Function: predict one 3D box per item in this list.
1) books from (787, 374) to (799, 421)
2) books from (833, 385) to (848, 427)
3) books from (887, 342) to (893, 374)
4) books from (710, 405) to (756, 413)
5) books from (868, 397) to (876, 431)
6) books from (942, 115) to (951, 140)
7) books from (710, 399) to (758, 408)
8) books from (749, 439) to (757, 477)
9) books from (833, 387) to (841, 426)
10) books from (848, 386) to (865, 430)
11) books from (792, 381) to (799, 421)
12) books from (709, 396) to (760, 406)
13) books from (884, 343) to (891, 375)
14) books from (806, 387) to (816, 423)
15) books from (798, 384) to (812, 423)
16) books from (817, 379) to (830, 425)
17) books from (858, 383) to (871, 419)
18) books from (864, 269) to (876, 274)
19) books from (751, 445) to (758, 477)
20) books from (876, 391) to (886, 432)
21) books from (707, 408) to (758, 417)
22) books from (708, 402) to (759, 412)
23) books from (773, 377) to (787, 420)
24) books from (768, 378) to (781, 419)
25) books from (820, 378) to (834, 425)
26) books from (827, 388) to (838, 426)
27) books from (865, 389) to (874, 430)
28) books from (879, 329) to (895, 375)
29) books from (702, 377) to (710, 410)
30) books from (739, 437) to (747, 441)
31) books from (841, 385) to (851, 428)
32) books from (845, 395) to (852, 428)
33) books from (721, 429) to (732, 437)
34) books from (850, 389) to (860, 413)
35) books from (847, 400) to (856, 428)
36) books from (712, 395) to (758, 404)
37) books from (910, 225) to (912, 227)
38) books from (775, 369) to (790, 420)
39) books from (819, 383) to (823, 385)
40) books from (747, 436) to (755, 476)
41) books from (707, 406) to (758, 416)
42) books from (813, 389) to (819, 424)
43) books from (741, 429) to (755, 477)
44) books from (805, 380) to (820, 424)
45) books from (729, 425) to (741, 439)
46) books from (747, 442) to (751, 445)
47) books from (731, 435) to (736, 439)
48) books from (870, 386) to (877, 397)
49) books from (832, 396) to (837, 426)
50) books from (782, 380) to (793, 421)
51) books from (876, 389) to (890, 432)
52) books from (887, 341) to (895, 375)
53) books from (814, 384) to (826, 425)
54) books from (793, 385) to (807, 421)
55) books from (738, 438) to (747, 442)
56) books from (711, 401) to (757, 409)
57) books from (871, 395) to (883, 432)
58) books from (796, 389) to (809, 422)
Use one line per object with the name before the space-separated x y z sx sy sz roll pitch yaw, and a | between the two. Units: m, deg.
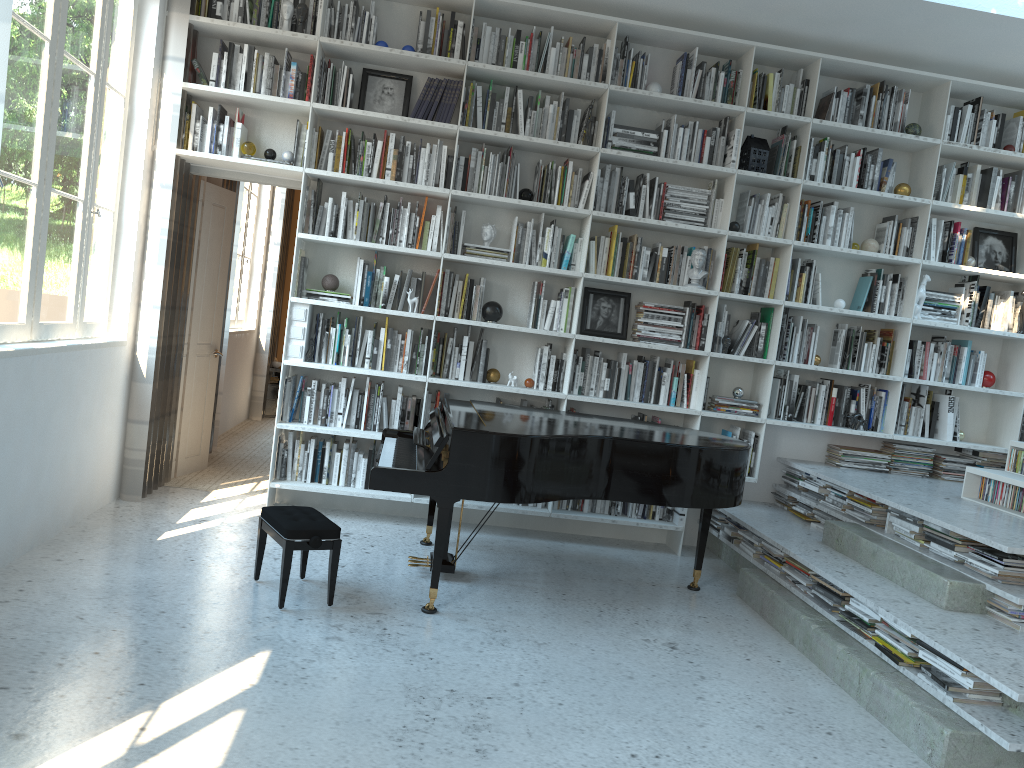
books | 1.761 0.082 5.671 0.030 0.294 0.188 7 4 -7
books | 2.097 0.139 5.726 0.026 0.262 0.173 7 4 -7
books | 2.418 -0.178 5.757 0.007 0.235 0.131 7 4 -7
books | 1.395 0.156 5.603 0.254 0.012 0.160 7 4 -1
books | 2.296 0.185 5.748 0.013 0.220 0.168 7 4 -7
books | 2.705 -1.591 5.622 0.022 0.182 0.189 7 4 -7
books | 1.400 0.121 5.592 0.254 0.012 0.160 7 4 -7
books | 1.496 0.460 5.601 0.013 0.233 0.149 7 4 -7
books | 2.071 0.144 5.740 0.021 0.243 0.131 7 4 -7
books | 2.225 0.153 5.740 0.070 0.266 0.185 7 4 -7
books | 1.779 0.092 5.684 0.010 0.277 0.174 7 4 -7
books | 1.401 0.108 5.600 0.285 0.012 0.159 7 4 -3
books | 2.383 -0.165 5.731 0.013 0.204 0.158 7 4 -7
books | 1.895 0.130 5.713 0.024 0.228 0.159 7 4 -7
books | 1.869 0.124 5.713 0.029 0.235 0.142 7 4 -7
books | 1.991 0.113 5.727 0.012 0.285 0.159 7 4 -7
books | 2.266 0.143 5.753 0.013 0.294 0.134 7 4 -7
books | 2.286 -0.591 5.701 0.016 0.290 0.135 7 4 -7
books | 1.505 0.474 5.616 0.012 0.206 0.160 7 4 -7
books | 2.354 0.173 5.754 0.026 0.258 0.156 7 4 -7
books | 1.392 0.180 5.603 0.285 0.012 0.159 7 4 -4
books | 1.396 0.144 5.600 0.285 0.012 0.159 7 4 -4
books | 1.686 0.089 5.663 0.023 0.262 0.186 7 4 -7
books | 1.666 0.089 5.681 0.012 0.254 0.160 7 4 -7
books | 2.006 0.112 5.706 0.012 0.293 0.175 7 4 -7
books | 2.023 0.139 5.713 0.031 0.244 0.184 7 4 -7
books | 2.281 0.160 5.757 0.021 0.265 0.150 7 4 -7
books | 2.400 -0.209 5.721 0.007 0.296 0.162 7 4 -7
books | 1.207 0.054 5.639 0.030 0.210 0.136 7 4 -7
books | 1.436 0.456 5.597 0.012 0.226 0.149 7 4 -7
books | 2.121 0.141 5.735 0.026 0.263 0.169 7 4 -7
books | 2.141 0.170 5.742 0.022 0.211 0.135 7 4 -7
books | 1.334 0.424 5.582 0.005 0.264 0.162 7 4 -7
books | 2.185 0.156 5.741 0.012 0.249 0.164 7 4 -7
books | 2.163 0.188 5.739 0.025 0.181 0.169 7 4 -7
books | 1.403 0.097 5.592 0.254 0.012 0.160 8 4 2
books | 2.499 -0.899 5.687 0.013 0.221 0.155 7 4 -7
books | 1.706 0.064 5.664 0.010 0.317 0.186 7 4 -7
books | 1.965 0.121 5.738 0.016 0.261 0.098 7 4 -7
books | 1.483 0.438 5.612 0.015 0.271 0.157 7 4 -7
books | 1.393 0.168 5.607 0.285 0.012 0.159 7 4 -2
books | 1.926 0.137 5.719 0.012 0.221 0.153 7 4 -7
books | 1.468 0.431 5.588 0.021 0.285 0.172 7 4 -7
books | 1.916 0.113 5.711 0.014 0.268 0.171 7 4 -7
books | 1.380 0.411 5.596 0.032 0.300 0.148 7 4 -7
books | 1.448 0.465 5.582 0.011 0.212 0.178 7 4 -7
books | 1.355 0.436 5.577 0.014 0.246 0.176 7 4 -7
books | 2.310 0.154 5.773 0.012 0.282 0.143 7 4 -7
books | 2.049 0.145 5.731 0.025 0.238 0.156 7 4 -7
books | 1.732 0.097 5.671 0.023 0.256 0.178 7 4 -7
books | 2.380 0.169 5.757 0.025 0.273 0.171 7 4 -7
books | 2.425 -0.171 5.750 0.009 0.224 0.146 7 4 -7
books | 1.948 0.125 5.704 0.025 0.253 0.181 7 4 -7
books | 1.812 0.119 5.696 0.065 0.231 0.161 7 4 -7
books | 1.419 0.455 5.578 0.026 0.225 0.175 7 4 -7
books | 1.398 0.132 5.604 0.254 0.012 0.160 7 4 -2
books | 2.328 0.185 5.746 0.025 0.228 0.175 7 4 -7
books | 1.849 0.131 5.702 0.011 0.217 0.175 7 4 -7
